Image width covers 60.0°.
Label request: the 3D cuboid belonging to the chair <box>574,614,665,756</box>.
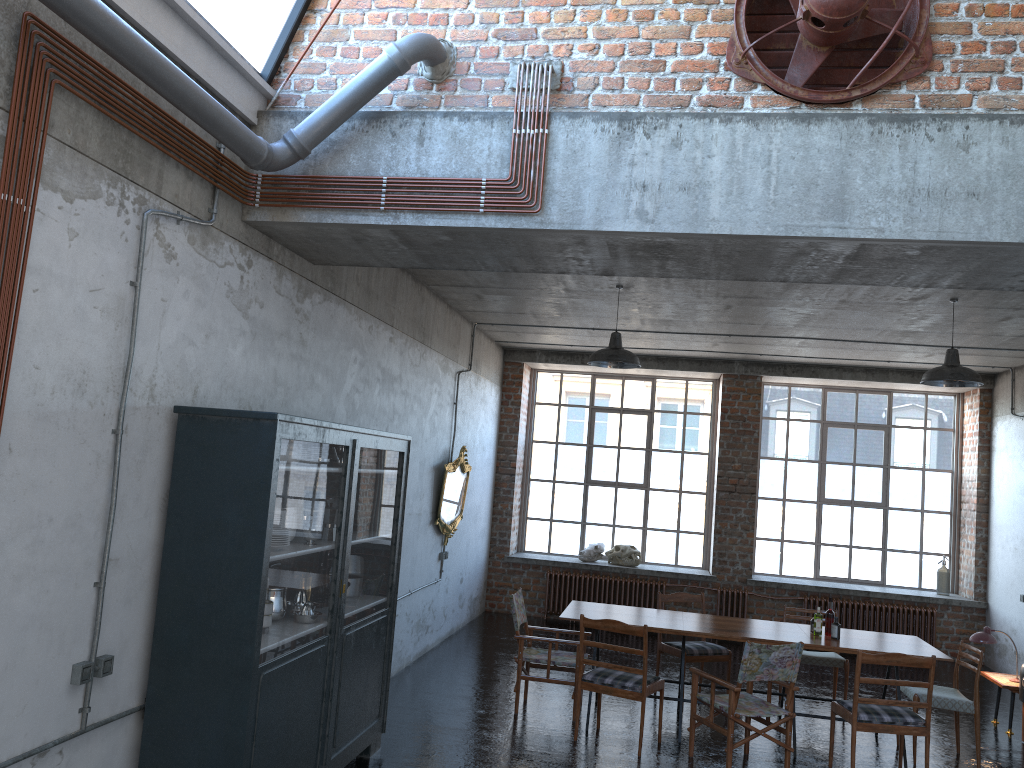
[{"bbox_3d":[0.877,2.392,7.145,0.573,1.028,0.509,1,-6,30],"label":"chair"}]

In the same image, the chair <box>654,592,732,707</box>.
[{"bbox_3d":[1.790,2.618,8.767,0.573,1.028,0.509,7,-6,-25],"label":"chair"}]

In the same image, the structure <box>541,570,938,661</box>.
[{"bbox_3d":[3.068,3.190,12.306,5.349,0.713,0.232,3,-6,10],"label":"structure"}]

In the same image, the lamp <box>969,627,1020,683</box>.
[{"bbox_3d":[4.687,2.606,8.583,0.496,0.492,0.220,4,-5,2],"label":"lamp"}]

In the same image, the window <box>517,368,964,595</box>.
[{"bbox_3d":[7.426,3.289,12.715,19.864,12.900,0.747,3,-6,10],"label":"window"}]

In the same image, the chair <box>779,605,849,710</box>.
[{"bbox_3d":[2.950,2.721,8.717,0.589,0.971,0.577,3,-6,10],"label":"chair"}]

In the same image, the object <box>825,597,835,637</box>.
[{"bbox_3d":[2.731,1.998,7.617,0.075,0.324,0.075,1,-7,35],"label":"object"}]

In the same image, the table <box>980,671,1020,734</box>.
[{"bbox_3d":[5.007,3.095,8.489,0.811,0.458,0.649,3,-6,10],"label":"table"}]

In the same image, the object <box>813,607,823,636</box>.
[{"bbox_3d":[2.621,2.029,7.592,0.070,0.235,0.041,4,-6,10],"label":"object"}]

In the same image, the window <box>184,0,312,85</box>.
[{"bbox_3d":[-1.653,-3.340,1.427,0.994,2.404,8.048,3,-6,10],"label":"window"}]

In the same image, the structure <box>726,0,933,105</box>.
[{"bbox_3d":[1.726,-2.034,4.859,1.058,1.096,0.808,3,-6,10],"label":"structure"}]

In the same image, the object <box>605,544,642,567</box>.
[{"bbox_3d":[1.613,2.504,13.011,0.418,0.305,0.625,6,-6,-16],"label":"object"}]

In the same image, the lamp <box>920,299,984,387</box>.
[{"bbox_3d":[3.885,-0.441,7.815,0.502,0.891,0.502,3,-6,15],"label":"lamp"}]

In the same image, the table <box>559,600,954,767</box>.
[{"bbox_3d":[1.981,2.572,7.687,3.112,0.917,1.067,3,-6,10],"label":"table"}]

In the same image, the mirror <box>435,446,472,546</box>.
[{"bbox_3d":[-0.662,1.307,10.390,0.172,1.182,1.339,3,-6,10],"label":"mirror"}]

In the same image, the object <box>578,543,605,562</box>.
[{"bbox_3d":[1.182,2.495,13.152,0.281,0.281,0.575,0,-7,37],"label":"object"}]

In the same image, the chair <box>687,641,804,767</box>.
[{"bbox_3d":[1.766,2.408,6.731,0.574,1.031,0.713,6,-6,-19],"label":"chair"}]

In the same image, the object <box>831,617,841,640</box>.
[{"bbox_3d":[2.732,2.058,7.480,0.051,0.180,0.097,6,-6,-18],"label":"object"}]

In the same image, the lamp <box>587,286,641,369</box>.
[{"bbox_3d":[0.991,-0.616,8.346,0.502,0.891,0.502,3,-6,15],"label":"lamp"}]

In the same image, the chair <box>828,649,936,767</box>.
[{"bbox_3d":[2.774,2.495,6.680,0.573,1.028,0.509,4,-5,0],"label":"chair"}]

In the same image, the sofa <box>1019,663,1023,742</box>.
[{"bbox_3d":[4.859,2.616,6.805,0.929,1.045,2.610,3,-6,10],"label":"sofa"}]

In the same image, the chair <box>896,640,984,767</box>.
[{"bbox_3d":[3.563,2.640,7.372,0.577,0.971,0.589,3,-6,10],"label":"chair"}]

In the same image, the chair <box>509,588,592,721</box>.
[{"bbox_3d":[0.325,2.413,7.958,0.713,1.031,0.574,3,-6,10],"label":"chair"}]

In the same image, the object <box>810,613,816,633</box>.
[{"bbox_3d":[2.633,2.077,7.702,0.077,0.173,0.077,5,-5,-4],"label":"object"}]

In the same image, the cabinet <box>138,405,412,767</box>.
[{"bbox_3d":[-1.332,1.392,5.536,0.572,2.297,2.386,3,-6,10],"label":"cabinet"}]

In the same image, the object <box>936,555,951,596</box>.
[{"bbox_3d":[5.999,2.656,12.325,0.172,0.551,0.172,8,-7,-35],"label":"object"}]
